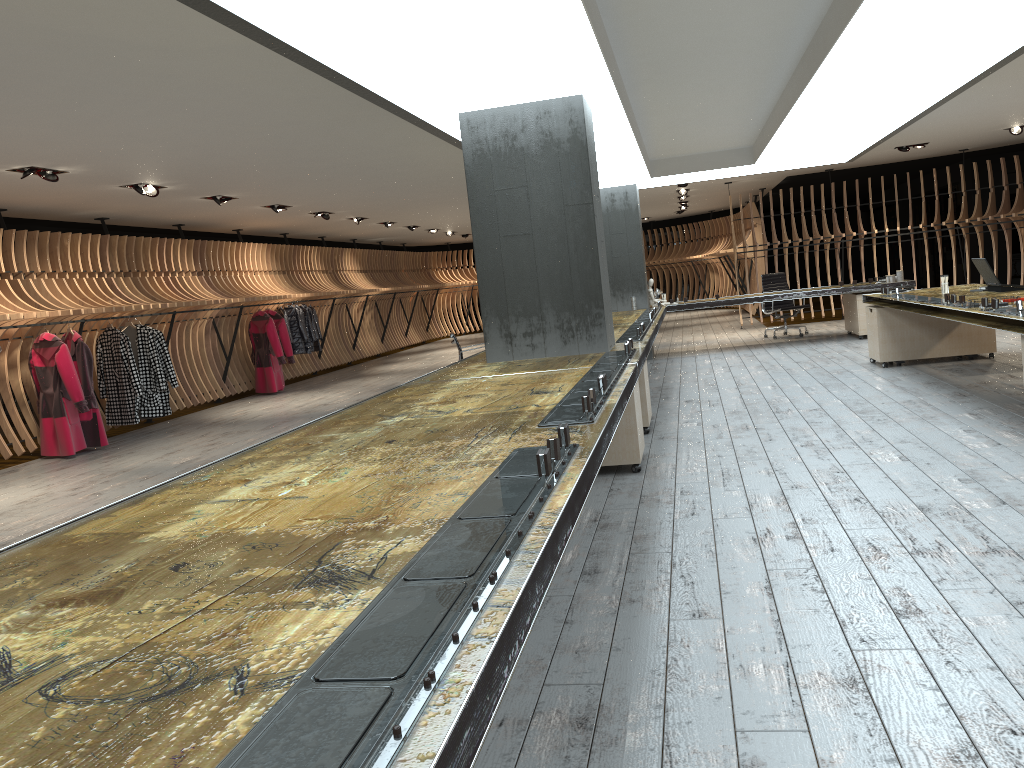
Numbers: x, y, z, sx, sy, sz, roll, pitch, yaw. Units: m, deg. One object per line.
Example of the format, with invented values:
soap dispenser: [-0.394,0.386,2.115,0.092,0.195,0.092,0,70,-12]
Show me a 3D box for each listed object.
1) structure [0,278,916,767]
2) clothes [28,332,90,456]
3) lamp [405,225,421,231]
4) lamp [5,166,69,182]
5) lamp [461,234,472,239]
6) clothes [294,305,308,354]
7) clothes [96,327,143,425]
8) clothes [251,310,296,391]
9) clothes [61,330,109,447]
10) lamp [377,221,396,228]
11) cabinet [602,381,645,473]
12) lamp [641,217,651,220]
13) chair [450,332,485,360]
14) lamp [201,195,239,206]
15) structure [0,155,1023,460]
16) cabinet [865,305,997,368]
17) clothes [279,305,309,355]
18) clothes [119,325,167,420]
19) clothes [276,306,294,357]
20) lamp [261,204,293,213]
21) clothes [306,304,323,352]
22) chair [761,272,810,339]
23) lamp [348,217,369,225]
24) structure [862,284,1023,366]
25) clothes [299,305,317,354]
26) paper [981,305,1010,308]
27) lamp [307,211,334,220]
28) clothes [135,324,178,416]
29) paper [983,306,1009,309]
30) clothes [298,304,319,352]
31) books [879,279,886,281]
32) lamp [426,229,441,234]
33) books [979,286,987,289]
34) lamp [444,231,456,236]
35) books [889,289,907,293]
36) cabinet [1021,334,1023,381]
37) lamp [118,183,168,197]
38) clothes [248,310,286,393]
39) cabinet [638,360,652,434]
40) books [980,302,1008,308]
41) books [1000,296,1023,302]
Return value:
structure: [1.760,0.084,5.290,4.834,0.843,18.512,-5,6,12]
clothes: [-4.825,0.099,9.426,0.839,1.310,0.321,-3,6,31]
lamp: [-2.142,-3.387,18.878,0.269,0.295,0.493,-5,6,12]
lamp: [-4.276,-1.960,7.990,0.269,0.284,0.493,-5,6,12]
lamp: [-1.228,-4.006,23.544,0.269,0.283,0.493,-5,6,12]
clothes: [-3.699,-0.940,15.248,0.511,0.853,0.228,-3,6,32]
clothes: [-4.621,-0.096,10.448,0.772,1.159,0.191,-3,6,32]
clothes: [-3.921,-0.546,14.405,0.839,1.315,0.319,-4,6,19]
clothes: [-4.771,0.062,9.708,0.839,1.310,0.321,-2,7,41]
lamp: [-2.446,-3.181,17.323,0.269,0.298,0.493,-5,6,12]
cabinet: [0.301,0.271,6.055,1.131,0.629,0.594,-5,6,12]
lamp: [3.673,-4.707,24.997,0.492,0.294,0.270,-2,7,39]
chair: [-0.318,-0.143,9.403,0.668,0.858,0.694,-8,6,-12]
lamp: [-3.666,-2.364,11.102,0.269,0.294,0.493,-5,6,12]
structure: [1.803,-1.236,9.312,14.877,2.436,36.626,-5,6,12]
cabinet: [4.437,-0.562,9.436,1.131,0.629,0.594,-5,6,12]
clothes: [-3.707,-0.915,15.005,0.501,0.852,0.245,-7,5,-4]
clothes: [-4.578,-0.132,10.735,0.772,1.159,0.191,-5,5,12]
clothes: [-3.785,-0.863,14.739,0.166,0.852,0.746,-10,7,-33]
lamp: [-3.361,-2.568,12.657,0.269,0.295,0.493,-5,6,12]
clothes: [-3.563,-0.996,15.864,0.182,0.852,0.682,-10,7,-35]
chair: [4.361,-1.266,14.122,0.665,1.021,0.700,-7,6,-8]
lamp: [-2.751,-2.974,15.768,0.269,0.301,0.493,-5,6,12]
structure: [3.511,-0.048,4.711,1.162,0.843,10.472,-5,6,12]
clothes: [-3.655,-0.938,15.420,0.585,0.852,0.212,-2,7,39]
paper: [3.430,-0.551,6.299,0.176,0.004,0.130,-4,7,18]
lamp: [-3.056,-2.774,14.212,0.269,0.293,0.493,-5,6,12]
clothes: [-4.522,-0.162,10.951,0.773,1.159,0.191,-6,5,2]
paper: [3.430,-0.549,6.299,0.176,0.004,0.130,-4,7,20]
clothes: [-3.649,-0.976,15.544,0.530,0.854,0.234,-5,5,11]
books: [5.472,-1.535,13.078,0.110,0.025,0.155,-5,6,17]
lamp: [-1.837,-3.593,20.434,0.269,0.292,0.493,-5,6,12]
books: [4.467,-0.903,8.264,0.186,0.027,0.112,-7,6,-3]
lamp: [-1.532,-3.798,21.989,0.269,0.290,0.493,-5,6,12]
books: [4.165,-1.004,9.573,0.155,0.025,0.110,-6,6,7]
cabinet: [3.716,-0.015,5.182,1.131,0.629,0.594,-5,6,12]
lamp: [-3.971,-2.161,9.546,0.269,0.291,0.493,-5,6,12]
clothes: [-3.906,-0.521,14.119,0.839,1.310,0.321,-2,7,41]
cabinet: [0.560,0.097,7.374,1.131,0.629,0.594,-5,6,12]
books: [3.423,-0.563,6.302,0.155,0.025,0.110,-6,6,7]
books: [3.866,-0.643,6.637,0.365,0.026,0.213,-4,7,22]
